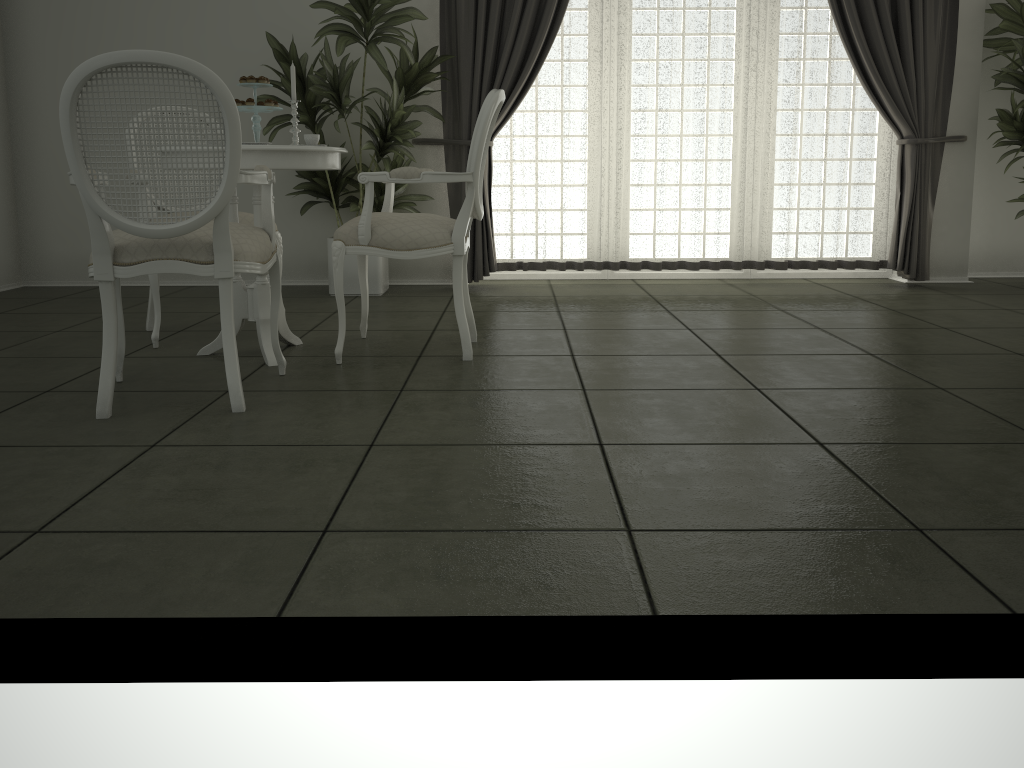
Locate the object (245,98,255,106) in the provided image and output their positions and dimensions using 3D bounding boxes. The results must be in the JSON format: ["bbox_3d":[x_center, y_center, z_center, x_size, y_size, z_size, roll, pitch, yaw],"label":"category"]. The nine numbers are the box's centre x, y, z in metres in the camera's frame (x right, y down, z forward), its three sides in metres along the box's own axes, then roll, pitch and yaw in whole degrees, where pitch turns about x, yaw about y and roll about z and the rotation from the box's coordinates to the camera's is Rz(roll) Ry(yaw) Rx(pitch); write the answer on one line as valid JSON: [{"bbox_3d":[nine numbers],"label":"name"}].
[{"bbox_3d":[-1.014,-1.092,3.419,0.039,0.031,0.040,-8,13,-33],"label":"object"}]

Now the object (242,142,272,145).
[{"bbox_3d":[-0.950,-0.887,3.271,0.118,0.015,0.120,-2,13,-9],"label":"object"}]

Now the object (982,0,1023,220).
[{"bbox_3d":[3.556,-1.648,5.534,1.163,2.068,1.053,3,9,18],"label":"object"}]

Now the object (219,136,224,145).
[{"bbox_3d":[-1.200,-0.992,3.623,0.062,0.049,0.079,-4,12,-19],"label":"object"}]

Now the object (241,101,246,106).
[{"bbox_3d":[-1.077,-1.117,3.528,0.040,0.031,0.040,-9,14,-38],"label":"object"}]

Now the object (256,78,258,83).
[{"bbox_3d":[-1.014,-1.205,3.520,0.039,0.031,0.040,4,12,21],"label":"object"}]

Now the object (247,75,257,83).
[{"bbox_3d":[-1.014,-1.186,3.439,0.039,0.031,0.040,4,12,21],"label":"object"}]

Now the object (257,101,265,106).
[{"bbox_3d":[-1.014,-1.125,3.564,0.040,0.031,0.040,9,15,40],"label":"object"}]

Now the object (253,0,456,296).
[{"bbox_3d":[-0.991,-1.593,5.390,1.163,2.068,1.053,3,9,18],"label":"object"}]

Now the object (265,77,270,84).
[{"bbox_3d":[-0.979,-1.200,3.500,0.040,0.031,0.040,-11,15,-43],"label":"object"}]

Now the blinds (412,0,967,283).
[{"bbox_3d":[1.165,-1.946,5.765,3.659,2.569,0.669,0,8,0],"label":"blinds"}]

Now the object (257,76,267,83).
[{"bbox_3d":[-0.979,-1.190,3.459,0.039,0.031,0.040,1,11,6],"label":"object"}]

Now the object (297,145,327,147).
[{"bbox_3d":[-0.802,-0.951,3.542,0.118,0.015,0.120,-2,13,-9],"label":"object"}]

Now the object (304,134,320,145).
[{"bbox_3d":[-0.798,-0.976,3.545,0.063,0.049,0.078,7,14,32],"label":"object"}]

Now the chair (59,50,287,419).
[{"bbox_3d":[-1.066,-0.470,2.807,0.595,1.049,0.700,-2,10,-9],"label":"chair"}]

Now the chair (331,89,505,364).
[{"bbox_3d":[-0.369,-0.659,3.608,0.690,1.049,0.604,0,9,1],"label":"chair"}]

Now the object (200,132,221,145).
[{"bbox_3d":[-1.099,-0.897,3.237,0.062,0.049,0.079,2,12,10],"label":"object"}]

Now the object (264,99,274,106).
[{"bbox_3d":[-0.950,-1.100,3.455,0.040,0.031,0.040,-9,14,-38],"label":"object"}]

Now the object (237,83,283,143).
[{"bbox_3d":[-1.014,-1.059,3.498,0.211,0.245,0.213,6,12,32],"label":"object"}]

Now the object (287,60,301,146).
[{"bbox_3d":[-0.904,-1.156,3.664,0.088,0.360,0.088,-4,9,-22],"label":"object"}]

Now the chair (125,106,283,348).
[{"bbox_3d":[-1.454,-0.763,4.080,0.598,1.049,0.697,-6,11,-34],"label":"chair"}]

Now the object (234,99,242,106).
[{"bbox_3d":[-1.077,-1.100,3.456,0.040,0.031,0.040,-9,14,-38],"label":"object"}]

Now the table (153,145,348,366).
[{"bbox_3d":[-1.023,-0.527,3.552,0.740,0.819,0.751,-1,10,-3],"label":"table"}]

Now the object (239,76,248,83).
[{"bbox_3d":[-1.050,-1.190,3.459,0.039,0.031,0.040,6,13,31],"label":"object"}]

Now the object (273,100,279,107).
[{"bbox_3d":[-0.950,-1.117,3.528,0.039,0.031,0.040,4,12,21],"label":"object"}]
